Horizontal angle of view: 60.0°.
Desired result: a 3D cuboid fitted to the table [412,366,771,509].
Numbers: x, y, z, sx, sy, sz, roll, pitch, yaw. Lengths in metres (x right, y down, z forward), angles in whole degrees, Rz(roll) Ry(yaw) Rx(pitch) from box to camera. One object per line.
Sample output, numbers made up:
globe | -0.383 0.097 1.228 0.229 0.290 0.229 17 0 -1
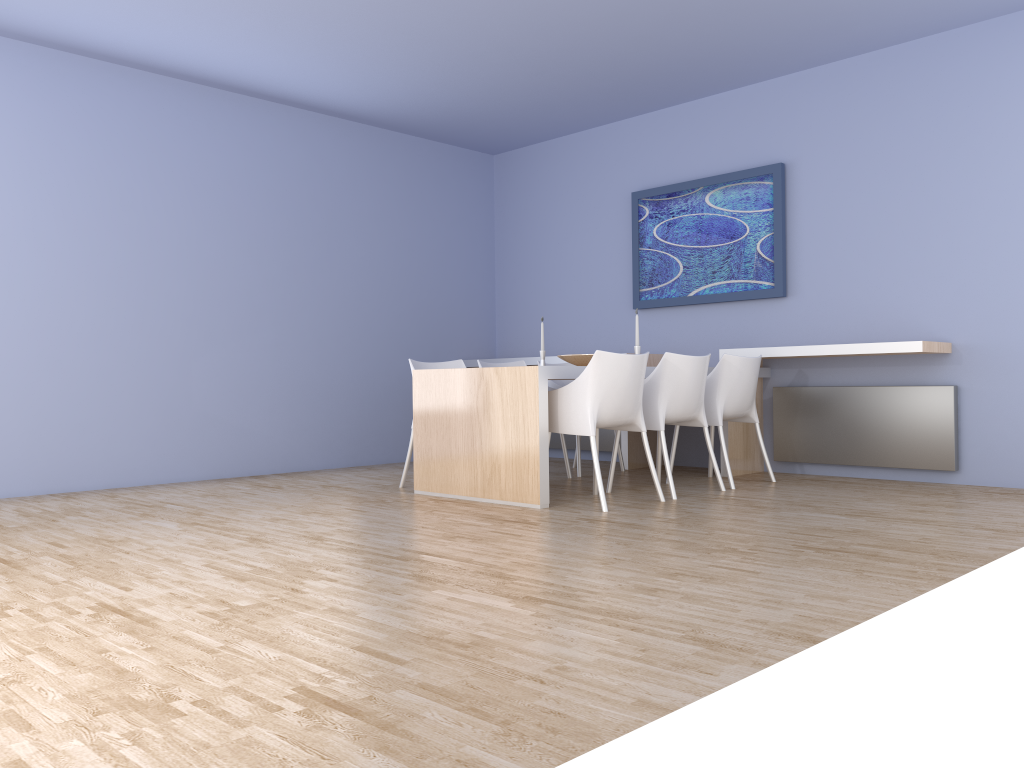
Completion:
table | 0.606 0.262 5.629 1.002 0.718 2.340 -1 0 45

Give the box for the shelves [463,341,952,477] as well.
shelves | 1.075 0.195 6.488 3.901 0.840 0.463 -1 0 45

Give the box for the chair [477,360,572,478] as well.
chair | 0.049 0.232 5.881 0.486 0.793 0.510 -1 0 45

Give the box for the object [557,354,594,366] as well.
object | 0.531 -0.140 5.551 0.493 0.081 0.493 -1 0 -27

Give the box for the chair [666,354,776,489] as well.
chair | 1.292 0.216 5.505 0.486 0.793 0.510 -1 0 45

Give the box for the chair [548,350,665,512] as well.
chair | 0.458 0.227 4.665 0.486 0.793 0.510 -1 0 45

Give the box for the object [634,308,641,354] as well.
object | 0.737 -0.274 5.216 0.045 0.349 0.045 -1 0 45

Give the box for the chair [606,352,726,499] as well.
chair | 0.878 0.221 5.088 0.510 0.793 0.486 -1 0 -45

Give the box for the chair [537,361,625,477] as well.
chair | 0.454 0.227 6.289 0.486 0.793 0.510 -1 0 45

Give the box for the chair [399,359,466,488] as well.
chair | -0.355 0.237 5.474 0.486 0.793 0.510 -1 0 45

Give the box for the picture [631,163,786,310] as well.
picture | 1.388 -1.033 6.418 1.252 0.901 0.049 -1 0 45

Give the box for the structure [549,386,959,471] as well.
structure | 1.251 0.278 6.569 3.843 0.503 0.064 -1 0 45

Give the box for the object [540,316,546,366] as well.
object | 0.198 -0.267 5.752 0.045 0.349 0.045 -1 0 -4
